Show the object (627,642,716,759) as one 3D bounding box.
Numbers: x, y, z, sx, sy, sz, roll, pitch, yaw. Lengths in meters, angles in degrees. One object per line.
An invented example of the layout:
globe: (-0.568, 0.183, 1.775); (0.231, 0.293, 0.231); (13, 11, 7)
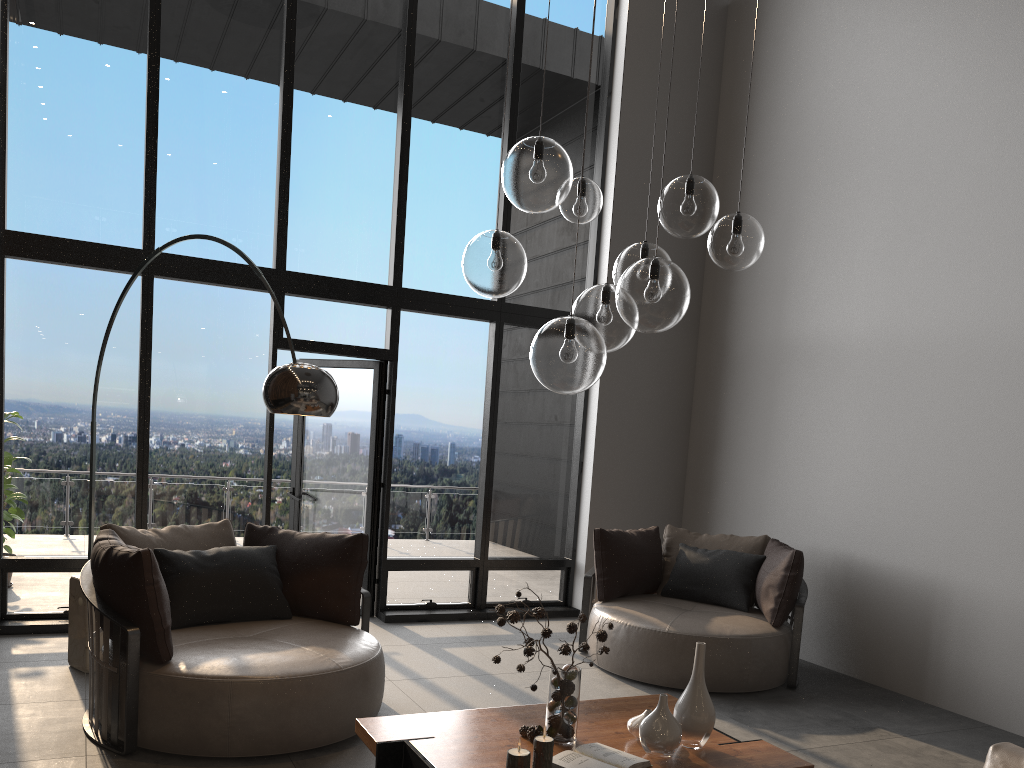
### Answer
object: (0.614, 1.156, 3.239); (0.316, 0.402, 0.316); (4, 2, -7)

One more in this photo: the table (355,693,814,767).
table: (0.239, 1.508, 3.273); (1.458, 0.358, 0.890); (5, -3, -26)

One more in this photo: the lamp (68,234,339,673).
lamp: (-1.581, 0.454, 4.339); (2.014, 2.362, 0.319); (5, 5, 40)

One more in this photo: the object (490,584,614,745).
object: (0.103, 1.014, 3.138); (0.314, 0.609, 0.542); (7, 3, 35)

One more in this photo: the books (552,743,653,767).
books: (0.296, 1.300, 3.004); (0.230, 0.040, 0.344); (1, -4, 42)

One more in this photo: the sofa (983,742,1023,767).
sofa: (0.141, 1.192, 2.059); (3.255, 0.827, 1.860); (5, -2, -26)

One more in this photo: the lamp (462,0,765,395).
lamp: (0.482, -2.443, 2.868); (1.233, 5.057, 1.212); (1, 6, -29)

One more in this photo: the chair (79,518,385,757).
chair: (-1.361, 1.191, 4.372); (1.480, 0.909, 1.437); (4, -1, 1)

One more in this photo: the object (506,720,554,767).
object: (0.059, 1.186, 2.810); (0.154, 0.213, 0.076); (3, 5, -16)

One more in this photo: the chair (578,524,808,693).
chair: (1.238, 1.472, 5.955); (1.445, 0.909, 1.471); (4, -1, -9)
